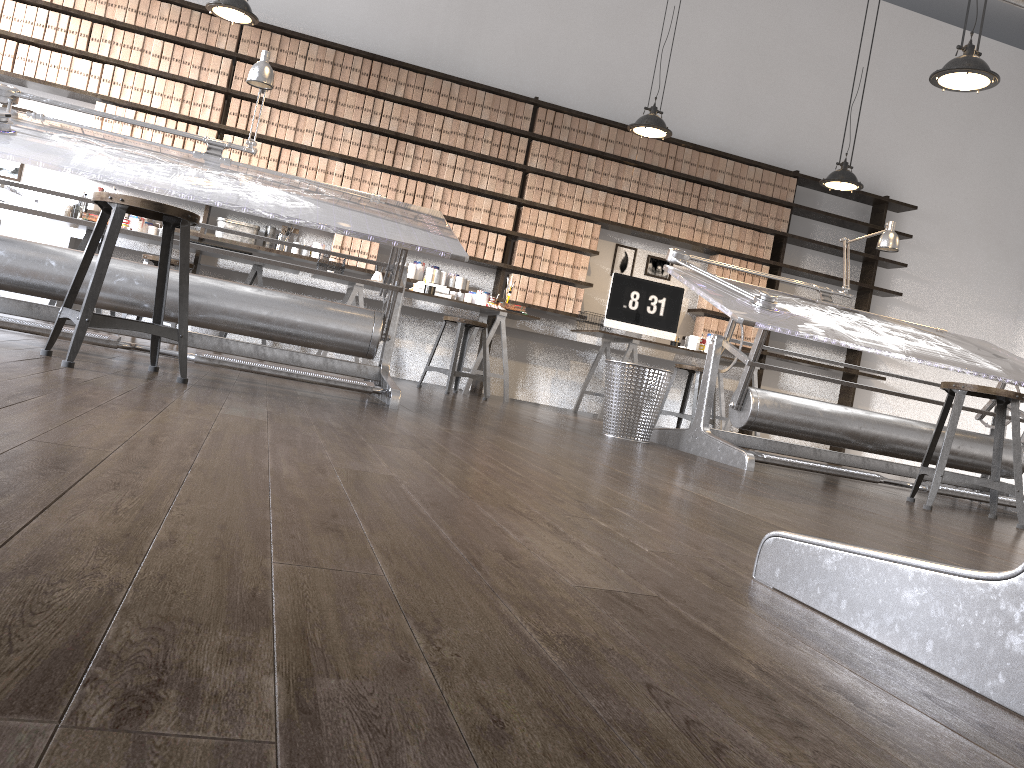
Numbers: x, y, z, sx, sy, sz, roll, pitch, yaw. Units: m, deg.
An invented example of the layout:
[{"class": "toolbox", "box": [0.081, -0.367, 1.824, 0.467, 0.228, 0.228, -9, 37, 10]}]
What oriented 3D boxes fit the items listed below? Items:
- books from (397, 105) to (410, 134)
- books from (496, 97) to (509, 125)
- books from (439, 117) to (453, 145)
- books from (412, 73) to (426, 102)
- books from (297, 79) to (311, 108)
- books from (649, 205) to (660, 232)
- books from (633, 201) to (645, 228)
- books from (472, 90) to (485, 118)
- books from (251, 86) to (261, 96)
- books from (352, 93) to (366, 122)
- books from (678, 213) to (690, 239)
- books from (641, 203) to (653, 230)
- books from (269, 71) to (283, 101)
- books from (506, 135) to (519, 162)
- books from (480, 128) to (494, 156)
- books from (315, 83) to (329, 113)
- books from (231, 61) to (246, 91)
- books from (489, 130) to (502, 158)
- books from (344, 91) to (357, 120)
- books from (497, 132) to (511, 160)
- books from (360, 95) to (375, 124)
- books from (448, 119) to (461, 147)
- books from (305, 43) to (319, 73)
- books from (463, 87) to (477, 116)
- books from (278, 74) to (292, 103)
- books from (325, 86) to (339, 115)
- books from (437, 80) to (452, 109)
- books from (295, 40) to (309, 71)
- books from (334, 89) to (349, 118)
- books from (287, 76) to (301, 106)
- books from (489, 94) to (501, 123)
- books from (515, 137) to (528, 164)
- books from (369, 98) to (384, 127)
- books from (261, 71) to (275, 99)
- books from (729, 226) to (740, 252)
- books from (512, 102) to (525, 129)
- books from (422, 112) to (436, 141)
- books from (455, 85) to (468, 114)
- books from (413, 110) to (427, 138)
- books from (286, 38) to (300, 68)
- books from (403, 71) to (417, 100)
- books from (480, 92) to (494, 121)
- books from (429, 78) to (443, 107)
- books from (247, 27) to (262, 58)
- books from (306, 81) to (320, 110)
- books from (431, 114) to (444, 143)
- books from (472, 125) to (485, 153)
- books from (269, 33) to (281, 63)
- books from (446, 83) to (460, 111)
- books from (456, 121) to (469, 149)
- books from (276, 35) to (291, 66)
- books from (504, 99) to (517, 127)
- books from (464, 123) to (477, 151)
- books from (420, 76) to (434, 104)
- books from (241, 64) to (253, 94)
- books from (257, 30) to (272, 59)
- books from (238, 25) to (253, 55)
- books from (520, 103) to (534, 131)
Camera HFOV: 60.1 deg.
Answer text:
[{"class": "books", "box": [-0.871, -2.068, 7.002, 0.066, 0.226, 0.175, 11, -1, -16]}, {"class": "books", "box": [-0.096, -2.204, 7.212, 0.067, 0.226, 0.175, 11, -1, -16]}, {"class": "books", "box": [-0.541, -2.006, 7.093, 0.066, 0.226, 0.175, 11, -1, -16]}, {"class": "books", "box": [-0.754, -2.328, 7.032, 0.066, 0.226, 0.175, 11, -1, -16]}, {"class": "books", "box": [-1.603, -2.205, 6.797, 0.066, 0.226, 0.174, 11, -1, -16]}, {"class": "books", "box": [1.185, -1.407, 7.581, 0.066, 0.226, 0.175, 11, -1, -16]}, {"class": "books", "box": [1.053, -1.432, 7.545, 0.067, 0.226, 0.175, 11, -1, -16]}, {"class": "books", "box": [-0.287, -2.240, 7.159, 0.067, 0.226, 0.175, 11, -1, -16]}, {"class": "books", "box": [-1.923, -2.266, 6.701, 0.067, 0.226, 0.175, 11, -1, -16]}, {"class": "books", "box": [-1.205, -2.130, 6.902, 0.067, 0.226, 0.175, 11, -1, -16]}, {"class": "books", "box": [1.455, -1.356, 7.662, 0.066, 0.226, 0.175, 11, -1, -16]}, {"class": "books", "box": [1.121, -1.419, 7.570, 0.066, 0.226, 0.175, 11, -1, -16]}, {"class": "books", "box": [-1.796, -2.242, 6.741, 0.066, 0.226, 0.175, 11, -1, -16]}, {"class": "books", "box": [-0.014, -1.907, 7.246, 0.066, 0.226, 0.175, 11, -1, -16]}, {"class": "books", "box": [-0.221, -1.945, 7.183, 0.066, 0.226, 0.174, 11, -1, -16]}, {"class": "books", "box": [-1.469, -2.180, 6.835, 0.066, 0.226, 0.175, 11, -1, -16]}, {"class": "books", "box": [-2.057, -2.291, 6.670, 0.066, 0.226, 0.174, 11, -1, -16]}, {"class": "books", "box": [-0.155, -1.933, 7.206, 0.066, 0.226, 0.175, 11, -1, -16]}, {"class": "books", "box": [-1.266, -2.142, 6.890, 0.066, 0.226, 0.175, 11, -1, -16]}, {"class": "books", "box": [-0.082, -1.919, 7.221, 0.067, 0.226, 0.175, 11, -1, -16]}, {"class": "books", "box": [-1.137, -2.118, 6.922, 0.066, 0.226, 0.175, 11, -1, -16]}, {"class": "books", "box": [-0.482, -1.995, 7.112, 0.066, 0.226, 0.175, 11, -1, -16]}, {"class": "books", "box": [-1.544, -2.477, 6.806, 0.066, 0.226, 0.175, 11, -1, -16]}, {"class": "books", "box": [-0.355, -2.253, 7.144, 0.066, 0.226, 0.175, 11, -1, -16]}, {"class": "books", "box": [-1.732, -2.230, 6.754, 0.067, 0.226, 0.175, 11, -1, -16]}, {"class": "books", "box": [-1.397, -2.167, 6.850, 0.067, 0.226, 0.175, 11, -1, -16]}, {"class": "books", "box": [-0.554, -2.290, 7.082, 0.066, 0.226, 0.175, 11, -1, -16]}, {"class": "books", "box": [-1.611, -2.489, 6.785, 0.067, 0.226, 0.175, 11, -1, -16]}, {"class": "books", "box": [-1.328, -2.154, 6.875, 0.066, 0.226, 0.175, 11, -1, -16]}, {"class": "books", "box": [-1.670, -2.218, 6.778, 0.066, 0.226, 0.175, 11, -1, -16]}, {"class": "books", "box": [-0.160, -2.217, 7.199, 0.066, 0.226, 0.175, 11, -1, -16]}, {"class": "books", "box": [0.058, -1.893, 7.264, 0.066, 0.226, 0.175, 11, -1, -16]}, {"class": "books", "box": [-1.069, -2.105, 6.944, 0.066, 0.226, 0.174, 11, -1, -16]}, {"class": "books", "box": [-1.855, -2.253, 6.722, 0.066, 0.226, 0.175, 11, -1, -16]}, {"class": "books", "box": [1.918, -1.269, 7.792, 0.066, 0.226, 0.175, 11, -1, -16]}, {"class": "books", "box": [0.033, -2.180, 7.255, 0.066, 0.226, 0.174, 11, -1, -16]}, {"class": "books", "box": [-0.676, -2.031, 7.057, 0.066, 0.226, 0.175, 11, -1, -16]}, {"class": "books", "box": [-0.421, -2.266, 7.127, 0.066, 0.226, 0.174, 11, -1, -16]}, {"class": "books", "box": [-0.743, -2.044, 7.041, 0.066, 0.226, 0.174, 11, -1, -16]}, {"class": "books", "box": [-1.679, -2.502, 6.770, 0.066, 0.226, 0.175, 11, -1, -16]}, {"class": "books", "box": [-0.820, -2.341, 7.015, 0.066, 0.226, 0.174, 11, -1, -16]}, {"class": "books", "box": [-0.219, -2.228, 7.180, 0.066, 0.226, 0.175, 11, -1, -16]}, {"class": "books", "box": [-0.622, -2.303, 7.063, 0.067, 0.226, 0.175, 11, -1, -16]}, {"class": "books", "box": [-1.946, -2.552, 6.689, 0.067, 0.226, 0.175, 11, -1, -16]}, {"class": "books", "box": [-1.535, -2.193, 6.812, 0.066, 0.226, 0.174, 11, -1, -16]}, {"class": "books", "box": [-0.609, -2.018, 7.072, 0.067, 0.226, 0.175, 11, -1, -16]}, {"class": "books", "box": [-0.289, -1.958, 7.168, 0.066, 0.226, 0.174, 11, -1, -16]}, {"class": "books", "box": [-1.810, -2.527, 6.731, 0.066, 0.226, 0.174, 11, -1, -16]}, {"class": "books", "box": [-0.486, -2.278, 7.105, 0.066, 0.226, 0.174, 11, -1, -16]}, {"class": "books", "box": [-0.418, -1.982, 7.125, 0.067, 0.226, 0.175, 11, -1, -16]}, {"class": "books", "box": [-1.745, -2.515, 6.754, 0.066, 0.226, 0.174, 11, -1, -16]}, {"class": "books", "box": [-0.034, -2.193, 7.236, 0.066, 0.226, 0.175, 11, -1, -16]}, {"class": "books", "box": [-0.356, -1.971, 7.149, 0.066, 0.226, 0.175, 11, -1, -16]}, {"class": "books", "box": [-0.683, -2.315, 7.050, 0.066, 0.226, 0.175, 11, -1, -16]}, {"class": "books", "box": [-1.991, -2.278, 6.686, 0.066, 0.226, 0.175, 11, -1, -16]}, {"class": "books", "box": [-1.878, -2.539, 6.709, 0.066, 0.226, 0.175, 11, -1, -16]}, {"class": "books", "box": [-2.007, -2.564, 6.677, 0.066, 0.226, 0.175, 11, -1, -16]}, {"class": "books", "box": [0.101, -2.167, 7.269, 0.066, 0.226, 0.174, 11, -1, -16]}]
